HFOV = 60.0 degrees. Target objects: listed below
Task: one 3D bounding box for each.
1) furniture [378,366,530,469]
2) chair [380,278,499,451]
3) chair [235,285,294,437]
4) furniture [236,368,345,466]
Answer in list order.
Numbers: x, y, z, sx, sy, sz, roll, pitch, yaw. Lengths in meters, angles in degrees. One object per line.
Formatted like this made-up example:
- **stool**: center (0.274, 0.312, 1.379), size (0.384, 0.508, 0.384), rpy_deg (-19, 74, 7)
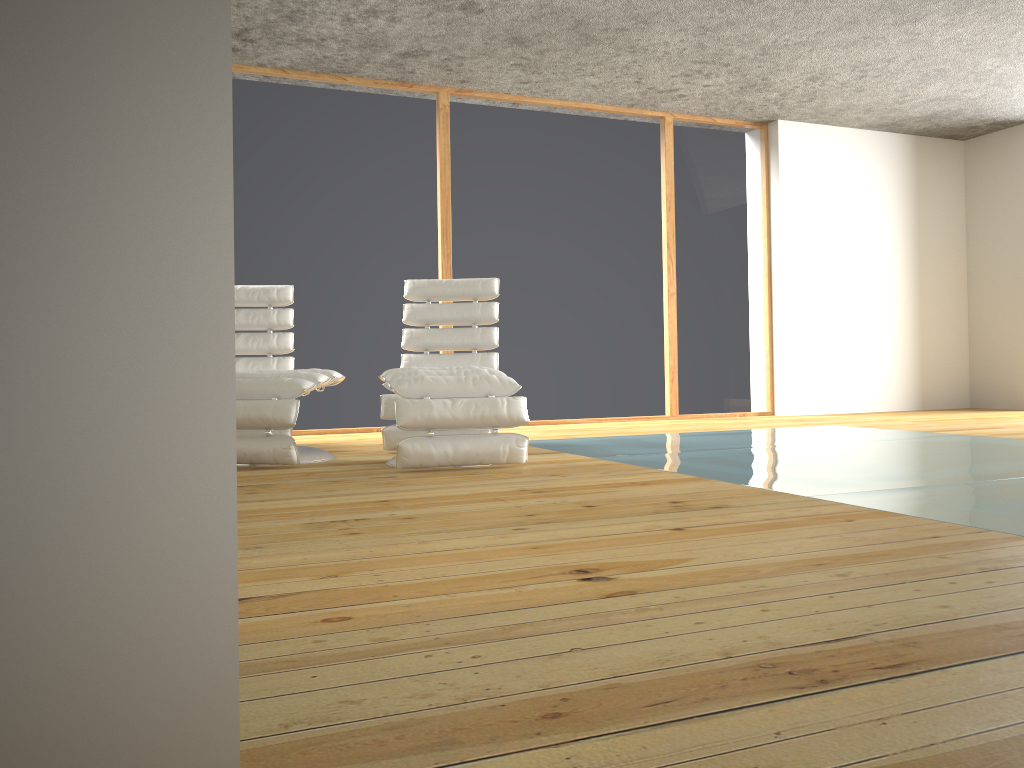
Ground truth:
- **furniture**: center (-0.286, 0.137, 4.004), size (0.569, 0.439, 0.686), rpy_deg (-1, 0, -16)
- **chair**: center (-0.370, -0.141, 4.904), size (0.569, 0.969, 0.914), rpy_deg (-1, 0, 3)
- **chair**: center (-1.549, -0.124, 5.092), size (0.569, 0.969, 0.913), rpy_deg (-1, 0, -12)
- **furniture**: center (-1.149, 0.147, 4.229), size (0.569, 0.439, 0.686), rpy_deg (-1, 0, 13)
